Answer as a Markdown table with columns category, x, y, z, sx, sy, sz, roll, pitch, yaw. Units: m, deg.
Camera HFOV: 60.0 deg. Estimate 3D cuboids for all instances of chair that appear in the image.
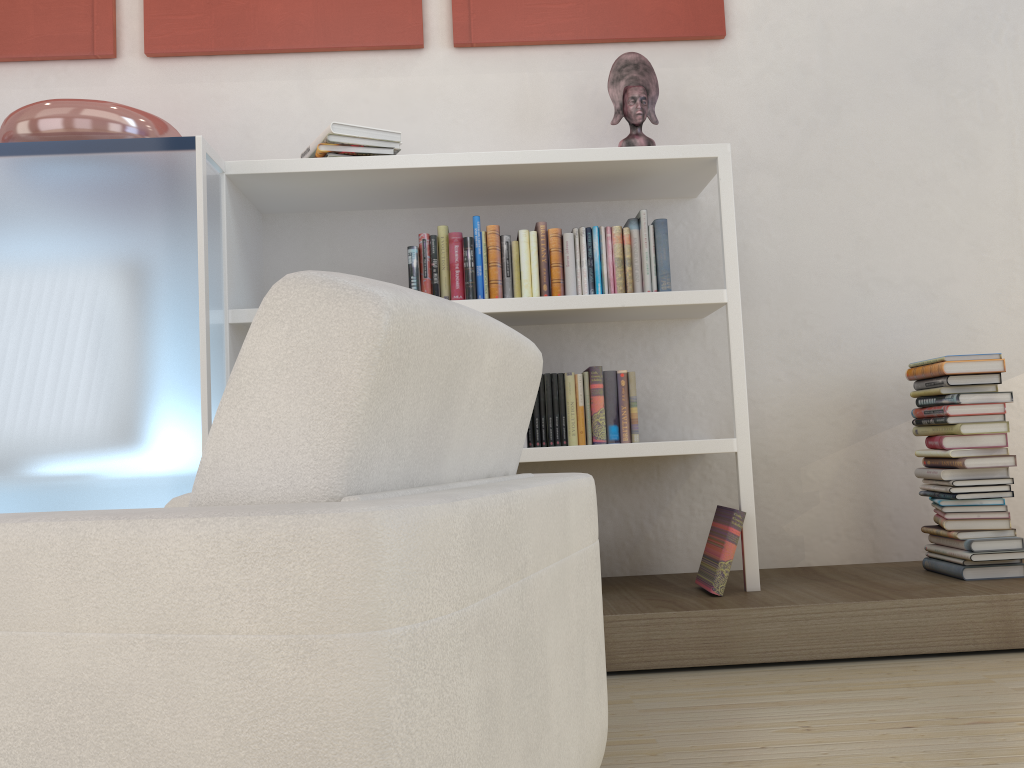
| category | x | y | z | sx | sy | sz | roll | pitch | yaw |
| --- | --- | --- | --- | --- | --- | --- | --- | --- | --- |
| chair | -0.397 | 0.297 | 1.345 | 0.941 | 0.828 | 0.919 | -4 | -5 | 18 |

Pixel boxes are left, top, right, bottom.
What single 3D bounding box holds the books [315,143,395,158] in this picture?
| category | x | y | z | sx | sy | sz | roll | pitch | yaw |
| --- | --- | --- | --- | --- | --- | --- | --- | --- | --- |
| books | -0.539 | -0.739 | 2.973 | 0.247 | 0.025 | 0.287 | -1 | -5 | -17 |

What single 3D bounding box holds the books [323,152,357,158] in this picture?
| category | x | y | z | sx | sy | sz | roll | pitch | yaw |
| --- | --- | --- | --- | --- | --- | --- | --- | --- | --- |
| books | -0.546 | -0.715 | 2.995 | 0.247 | 0.018 | 0.287 | 0 | -5 | -28 |

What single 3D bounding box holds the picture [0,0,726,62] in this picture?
| category | x | y | z | sx | sy | sz | roll | pitch | yaw |
| --- | --- | --- | --- | --- | --- | --- | --- | --- | --- |
| picture | -0.842 | -1.605 | 3.251 | 3.227 | 0.794 | 0.030 | -3 | -4 | -2 |

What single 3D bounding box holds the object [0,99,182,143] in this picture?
| category | x | y | z | sx | sy | sz | roll | pitch | yaw |
| --- | --- | --- | --- | --- | --- | --- | --- | --- | --- |
| object | -1.335 | -0.763 | 2.856 | 0.534 | 0.206 | 0.546 | -6 | -5 | 35 |

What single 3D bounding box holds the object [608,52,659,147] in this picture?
| category | x | y | z | sx | sy | sz | roll | pitch | yaw |
| --- | --- | --- | --- | --- | --- | --- | --- | --- | --- |
| object | 0.419 | -0.937 | 3.020 | 0.133 | 0.409 | 0.138 | -7 | -6 | 44 |

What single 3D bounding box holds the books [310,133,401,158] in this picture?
| category | x | y | z | sx | sy | sz | roll | pitch | yaw |
| --- | --- | --- | --- | --- | --- | --- | --- | --- | --- |
| books | -0.546 | -0.764 | 2.993 | 0.247 | 0.027 | 0.328 | -1 | -5 | -27 |

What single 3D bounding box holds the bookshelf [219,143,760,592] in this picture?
| category | x | y | z | sx | sy | sz | roll | pitch | yaw |
| --- | --- | --- | --- | --- | --- | --- | --- | --- | --- |
| bookshelf | -0.083 | -0.012 | 2.949 | 1.599 | 1.396 | 0.465 | -3 | -4 | -2 |

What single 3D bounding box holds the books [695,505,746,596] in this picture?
| category | x | y | z | sx | sy | sz | roll | pitch | yaw |
| --- | --- | --- | --- | --- | --- | --- | --- | --- | --- |
| books | 0.158 | 0.527 | 2.808 | 1.125 | 0.281 | 0.274 | -3 | -4 | 5 |

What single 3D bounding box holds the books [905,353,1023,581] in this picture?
| category | x | y | z | sx | sy | sz | roll | pitch | yaw |
| --- | --- | --- | --- | --- | --- | --- | --- | --- | --- |
| books | 1.474 | 0.260 | 2.864 | 0.270 | 0.694 | 0.329 | -3 | -4 | -2 |

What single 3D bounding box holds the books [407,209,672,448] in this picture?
| category | x | y | z | sx | sy | sz | roll | pitch | yaw |
| --- | --- | --- | --- | --- | --- | --- | --- | --- | --- |
| books | 0.095 | -0.167 | 2.878 | 0.831 | 0.743 | 0.215 | -3 | -4 | -2 |

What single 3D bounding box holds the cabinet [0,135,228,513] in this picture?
| category | x | y | z | sx | sy | sz | roll | pitch | yaw |
| --- | --- | --- | --- | --- | --- | --- | --- | --- | --- |
| cabinet | -1.693 | 0.051 | 2.782 | 1.670 | 1.396 | 0.689 | -3 | -4 | -2 |

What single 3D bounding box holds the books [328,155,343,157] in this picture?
| category | x | y | z | sx | sy | sz | roll | pitch | yaw |
| --- | --- | --- | --- | --- | --- | --- | --- | --- | --- |
| books | -0.543 | -0.698 | 2.988 | 0.247 | 0.018 | 0.328 | -1 | -5 | -27 |

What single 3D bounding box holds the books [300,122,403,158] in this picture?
| category | x | y | z | sx | sy | sz | roll | pitch | yaw |
| --- | --- | --- | --- | --- | --- | --- | --- | --- | --- |
| books | -0.547 | -0.797 | 2.995 | 0.247 | 0.038 | 0.319 | 0 | -5 | -31 |
